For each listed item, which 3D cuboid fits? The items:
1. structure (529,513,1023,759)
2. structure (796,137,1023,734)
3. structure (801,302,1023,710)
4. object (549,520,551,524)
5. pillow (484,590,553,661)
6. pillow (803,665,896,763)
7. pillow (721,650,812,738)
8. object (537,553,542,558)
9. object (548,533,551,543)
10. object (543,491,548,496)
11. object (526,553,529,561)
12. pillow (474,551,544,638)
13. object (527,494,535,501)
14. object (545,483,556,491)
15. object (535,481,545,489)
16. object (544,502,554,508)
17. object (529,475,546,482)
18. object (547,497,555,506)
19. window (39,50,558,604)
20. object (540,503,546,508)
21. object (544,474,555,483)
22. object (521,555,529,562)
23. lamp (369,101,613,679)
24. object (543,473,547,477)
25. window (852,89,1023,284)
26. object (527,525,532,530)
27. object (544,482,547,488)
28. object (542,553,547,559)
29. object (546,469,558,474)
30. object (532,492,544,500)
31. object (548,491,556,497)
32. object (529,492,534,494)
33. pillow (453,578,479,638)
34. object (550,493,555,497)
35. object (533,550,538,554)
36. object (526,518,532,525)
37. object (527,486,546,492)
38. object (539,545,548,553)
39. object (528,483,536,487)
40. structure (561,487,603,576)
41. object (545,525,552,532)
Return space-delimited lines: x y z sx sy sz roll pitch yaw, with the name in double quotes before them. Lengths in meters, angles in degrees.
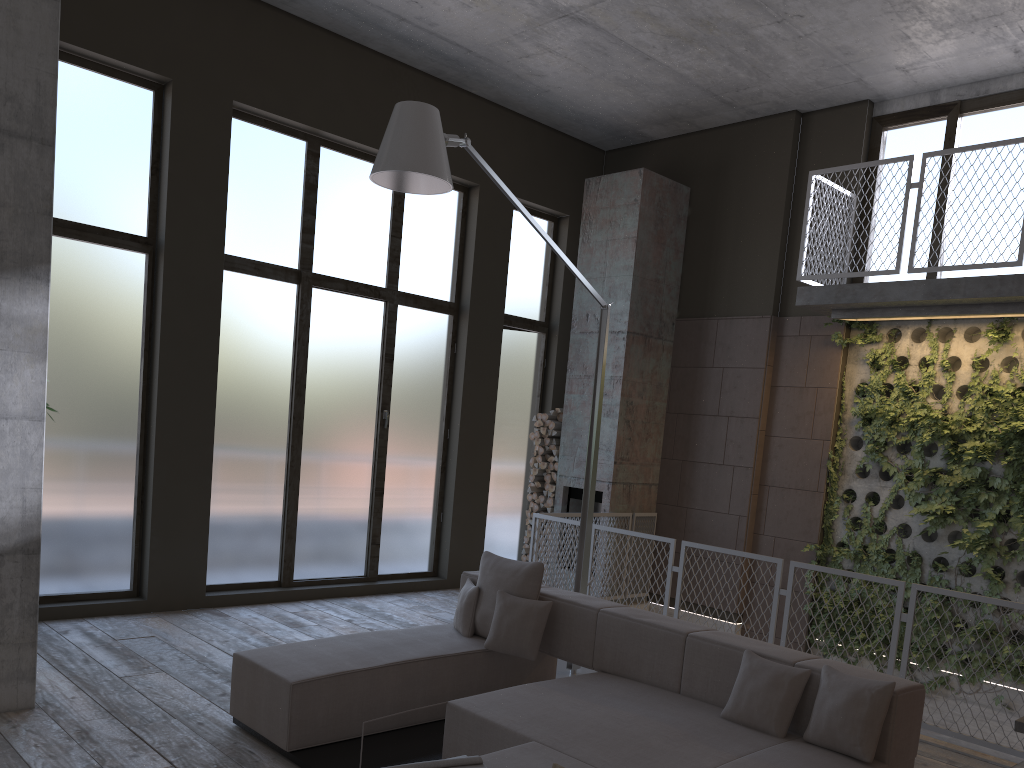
"structure" 2.371 1.857 7.525 1.935 0.941 4.389 6 -3 -44
"structure" 3.416 0.320 6.303 3.044 4.356 3.645 2 3 -44
"structure" 3.770 0.990 7.554 1.006 3.858 2.598 0 5 -44
"object" 0.598 1.575 10.049 0.437 0.080 0.114 8 -2 -44
"pillow" 0.038 1.454 5.281 0.374 0.376 0.168 6 4 20
"pillow" 1.506 1.475 3.949 0.188 0.370 0.358 2 3 -39
"pillow" 1.218 1.500 4.220 0.187 0.362 0.367 1 4 -44
"object" 0.465 1.982 10.159 0.424 0.068 0.066 8 -1 -43
"object" 0.558 1.762 10.008 0.365 0.126 0.063 7 2 -42
"object" 0.529 1.264 10.089 0.424 0.068 0.066 8 -1 -43
"object" 0.364 2.023 10.290 0.457 0.090 0.090 7 -1 -43
"pillow" -0.054 1.355 5.528 0.222 0.562 0.557 1 4 -42
"object" 0.363 1.332 10.282 0.439 0.093 0.091 7 -1 -43
"object" 0.566 1.185 10.059 0.439 0.094 0.091 7 0 -43
"object" 0.454 1.179 10.198 0.437 0.080 0.114 8 -2 -43
"object" 0.534 1.388 10.062 0.365 0.068 0.121 8 -2 -42
"object" 0.399 1.102 10.197 0.457 0.090 0.090 7 -1 -42
"object" 0.528 1.335 9.934 0.294 0.104 0.100 7 0 -45
"window" -2.940 -0.292 7.160 9.244 4.207 0.206 7 3 -45
"object" 0.466 1.400 10.139 0.064 0.075 0.361 7 0 45
"object" 0.505 1.078 10.014 0.295 0.108 0.097 7 0 -44
"object" 0.299 2.050 10.352 0.439 0.093 0.091 7 -1 -43
"lamp" 0.084 0.371 5.620 0.748 3.457 2.630 9 4 34
"object" 0.504 1.045 10.097 0.361 0.075 0.064 7 0 -42
"window" 4.576 -1.577 7.089 0.110 1.764 3.534 0 3 -44
"object" 0.332 1.717 10.344 0.366 0.119 0.069 7 1 -44
"object" 0.533 1.170 10.131 0.364 0.087 0.100 7 -1 -43
"object" 0.521 1.982 10.101 0.424 0.068 0.066 8 -1 -43
"object" 0.530 1.005 10.031 0.334 0.057 0.088 8 -2 -43
"object" 0.428 1.305 10.219 0.457 0.090 0.090 7 -1 -43
"object" 0.584 1.264 10.031 0.424 0.068 0.066 8 -1 -43
"object" 0.371 1.263 10.248 0.427 0.086 0.066 7 0 -41
"pillow" -0.290 1.473 5.730 0.151 0.380 0.365 4 2 -10
"object" 0.540 1.260 9.921 0.251 0.048 0.062 8 -2 -44
"object" 0.413 1.970 10.211 0.481 0.084 0.092 8 -1 -43
"object" 0.342 1.614 10.318 0.438 0.108 0.079 7 0 -44
"object" 0.354 1.224 10.144 0.424 0.073 0.070 8 -1 -43
"object" 0.502 1.903 10.129 0.439 0.094 0.091 7 0 -43
"object" 0.359 1.188 10.243 0.365 0.068 0.121 8 -2 -44
"structure" 0.809 1.611 9.625 0.056 0.937 0.569 0 6 -44
"object" 0.579 1.653 10.035 0.481 0.084 0.092 8 -1 -43
